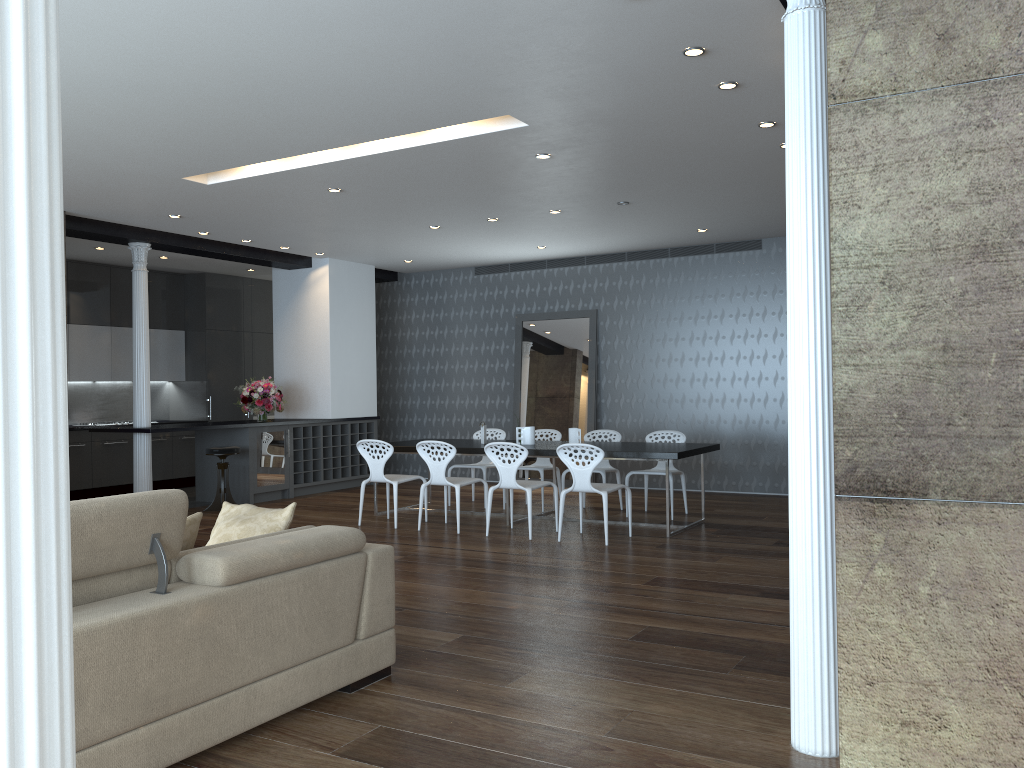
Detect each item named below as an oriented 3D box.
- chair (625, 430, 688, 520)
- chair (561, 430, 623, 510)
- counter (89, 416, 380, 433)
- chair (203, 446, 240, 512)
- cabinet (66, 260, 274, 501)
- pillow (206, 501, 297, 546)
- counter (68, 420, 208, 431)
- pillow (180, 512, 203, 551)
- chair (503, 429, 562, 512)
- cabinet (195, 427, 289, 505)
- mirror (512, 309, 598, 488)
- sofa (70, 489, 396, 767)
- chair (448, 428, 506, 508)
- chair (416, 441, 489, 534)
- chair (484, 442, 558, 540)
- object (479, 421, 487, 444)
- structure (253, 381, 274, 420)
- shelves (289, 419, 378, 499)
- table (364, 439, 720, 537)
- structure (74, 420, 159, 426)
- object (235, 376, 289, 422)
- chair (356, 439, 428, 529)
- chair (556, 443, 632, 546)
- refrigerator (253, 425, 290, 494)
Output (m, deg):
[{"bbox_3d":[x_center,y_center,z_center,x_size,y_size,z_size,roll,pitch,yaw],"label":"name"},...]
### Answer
[{"bbox_3d":[1.469,0.893,8.867,0.495,0.835,0.581,-1,0,30],"label":"chair"},{"bbox_3d":[0.860,0.904,9.218,0.495,0.835,0.581,-1,0,30],"label":"chair"},{"bbox_3d":[-3.165,0.477,10.824,1.000,0.040,3.700,-1,0,30],"label":"counter"},{"bbox_3d":[-0.714,1.118,7.428,21.556,0.952,16.134,-1,0,30],"label":"chair"},{"bbox_3d":[-4.551,-0.071,12.722,0.827,2.980,7.409,-1,0,30],"label":"cabinet"},{"bbox_3d":[-1.295,0.754,4.172,0.518,0.393,0.395,-1,0,33],"label":"pillow"},{"bbox_3d":[-5.498,0.638,11.072,0.807,0.223,3.597,-1,0,30],"label":"counter"},{"bbox_3d":[-1.468,0.731,3.395,0.301,0.439,0.534,-1,0,33],"label":"pillow"},{"bbox_3d":[0.251,0.916,9.568,0.495,0.835,0.581,-1,0,30],"label":"chair"},{"bbox_3d":[-3.243,0.946,10.673,0.900,0.897,0.642,-1,0,30],"label":"cabinet"},{"bbox_3d":[0.548,0.193,11.643,1.200,2.294,0.240,-1,0,30],"label":"mirror"},{"bbox_3d":[-1.605,0.862,3.181,1.021,0.950,2.581,-1,0,30],"label":"sofa"},{"bbox_3d":[-0.357,0.927,9.918,0.495,0.835,0.581,-1,0,30],"label":"chair"},{"bbox_3d":[-0.575,0.923,8.187,0.495,0.835,0.581,-1,0,30],"label":"chair"},{"bbox_3d":[0.059,0.911,7.812,0.495,0.835,0.581,-1,0,30],"label":"chair"},{"bbox_3d":[-0.303,0.491,8.998,0.076,0.233,0.161,-1,0,11],"label":"object"},{"bbox_3d":[-3.928,0.253,13.573,0.591,0.596,0.595,-1,0,30],"label":"structure"},{"bbox_3d":[-2.659,0.942,11.688,0.900,0.897,1.700,-1,0,30],"label":"shelves"},{"bbox_3d":[0.216,0.964,8.776,3.400,0.733,1.200,-1,0,30],"label":"table"},{"bbox_3d":[-5.162,0.525,11.575,0.520,0.066,0.900,-1,0,30],"label":"structure"},{"bbox_3d":[-3.053,0.182,10.828,0.570,0.552,0.544,-1,0,36],"label":"object"},{"bbox_3d":[-1.181,0.934,8.541,0.495,0.835,0.581,-1,0,30],"label":"chair"},{"bbox_3d":[0.672,0.899,7.482,0.495,0.835,0.581,-1,0,30],"label":"chair"},{"bbox_3d":[-2.855,0.880,10.483,0.075,0.774,0.578,-1,0,34],"label":"refrigerator"}]
